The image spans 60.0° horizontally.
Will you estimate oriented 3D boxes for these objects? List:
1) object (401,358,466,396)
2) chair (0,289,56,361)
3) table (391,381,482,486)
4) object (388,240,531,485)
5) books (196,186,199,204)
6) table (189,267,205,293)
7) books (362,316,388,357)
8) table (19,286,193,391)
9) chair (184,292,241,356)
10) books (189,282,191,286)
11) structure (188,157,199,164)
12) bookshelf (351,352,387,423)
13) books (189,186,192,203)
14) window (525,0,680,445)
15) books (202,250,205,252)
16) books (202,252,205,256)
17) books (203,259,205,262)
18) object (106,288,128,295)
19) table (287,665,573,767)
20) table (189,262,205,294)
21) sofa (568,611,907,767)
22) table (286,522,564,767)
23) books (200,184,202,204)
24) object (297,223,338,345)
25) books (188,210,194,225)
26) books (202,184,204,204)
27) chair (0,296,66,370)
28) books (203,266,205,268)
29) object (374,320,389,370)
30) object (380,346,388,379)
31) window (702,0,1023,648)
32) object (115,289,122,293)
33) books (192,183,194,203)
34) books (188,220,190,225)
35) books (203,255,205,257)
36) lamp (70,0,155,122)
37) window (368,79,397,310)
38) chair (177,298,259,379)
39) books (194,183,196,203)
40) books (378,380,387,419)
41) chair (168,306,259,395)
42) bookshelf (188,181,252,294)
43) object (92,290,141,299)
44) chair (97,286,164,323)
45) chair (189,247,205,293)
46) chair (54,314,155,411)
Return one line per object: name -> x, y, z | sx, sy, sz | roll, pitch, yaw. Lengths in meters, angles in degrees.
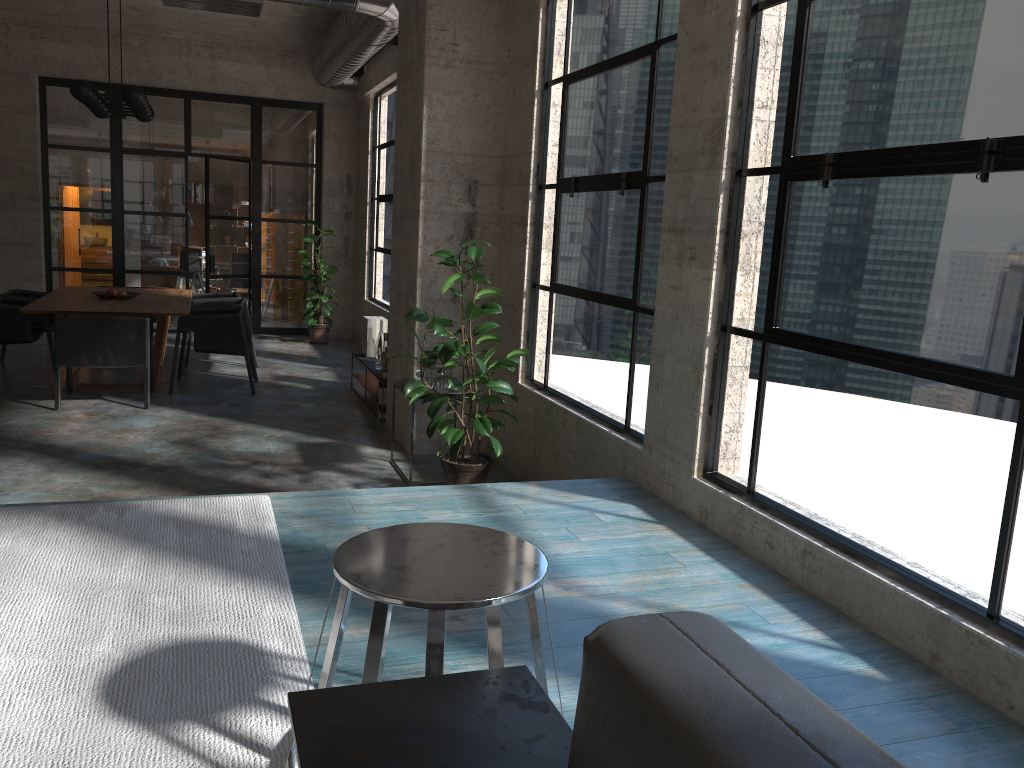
object -> -0.503, -0.086, 5.711 | 0.327, 0.253, 0.546 | 0, 11, -19
chair -> -4.752, -0.542, 8.817 | 0.754, 0.738, 0.707 | 0, 11, -19
table -> -0.509, 0.307, 5.833 | 0.450, 0.563, 0.600 | 0, 11, -19
object -> -0.275, -0.055, 5.165 | 0.886, 1.552, 0.514 | -3, 12, -32
books -> -6.094, -3.662, 17.177 | 0.055, 0.326, 0.255 | 0, 11, -19
table -> -4.389, -1.446, 14.143 | 1.800, 0.721, 0.800 | 0, 11, -19
books -> -1.312, -0.452, 8.473 | 0.191, 0.362, 0.277 | 0, 11, -19
table -> -3.785, -0.452, 8.561 | 1.299, 0.756, 2.410 | 0, 11, -19
chair -> -3.256, -0.625, 9.775 | 0.754, 0.738, 0.707 | 0, 11, -19
books -> -6.331, -2.046, 17.440 | 0.079, 0.381, 0.244 | 0, 11, -19
structure -> -6.471, -4.386, 17.092 | 0.812, 0.218, 0.200 | 0, 11, -19
bookshelf -> -1.145, 0.004, 7.982 | 0.350, 0.347, 1.600 | 0, 11, -19
books -> -6.226, -3.666, 17.158 | 0.055, 0.326, 0.255 | 0, 11, -19
window -> 0.460, -1.092, 4.822 | 0.081, 2.530, 1.780 | 0, 11, -19
books -> -6.191, -2.610, 17.364 | 0.379, 0.036, 0.244 | 0, 11, -19
books -> -6.191, -2.561, 17.378 | 0.379, 0.064, 0.244 | -1, 11, -25
books -> -6.190, -2.419, 17.386 | 0.379, 0.064, 0.244 | -3, 12, -32
object -> -3.755, -0.867, 8.435 | 0.100, 0.097, 0.219 | 8, 11, 24
table -> -0.117, 0.737, 1.377 | 0.420, 0.390, 0.413 | 0, 11, -19
table -> -5.198, -1.786, 15.824 | 1.800, 0.721, 0.800 | 0, 11, -19
sofa -> 0.223, 0.774, 0.381 | 1.019, 0.680, 2.063 | 0, 11, -19
table -> -0.162, 0.597, 1.894 | 0.620, 0.472, 0.620 | 0, 10, -16
books -> -6.038, -3.695, 17.221 | 0.036, 0.379, 0.244 | 0, 11, -19
object -> -2.529, -1.298, 11.536 | 0.514, 1.552, 0.886 | -1, 11, -22
books -> -6.265, -3.245, 17.209 | 0.158, 0.326, 0.255 | 0, 11, -19
books -> -5.999, -3.692, 17.221 | 0.036, 0.379, 0.244 | 0, 11, -19
chair -> -4.522, -0.409, 8.133 | 0.754, 0.738, 0.707 | 0, 11, -19
books -> -6.206, -2.302, 17.400 | 0.379, 0.064, 0.244 | -1, 11, -25
object -> -1.130, -0.358, 7.983 | 0.199, 0.365, 0.703 | 2, 10, -8
object -> -0.984, -0.236, 7.429 | 0.248, 0.333, 0.415 | 6, 10, 16
window -> 1.187, -0.686, 2.738 | 0.081, 2.530, 1.780 | 0, 11, -19
object -> -3.760, -0.875, 8.507 | 0.088, 0.082, 0.110 | 7, 11, 20
books -> -6.173, -3.690, 17.150 | 0.036, 0.379, 0.244 | 0, 11, -19
books -> -6.315, -3.256, 17.205 | 0.125, 0.345, 0.272 | 0, 11, -19
books -> -6.195, -2.516, 17.366 | 0.444, 0.021, 0.272 | 0, 11, -19
lamp -> -3.619, -3.157, 8.084 | 0.583, 1.327, 1.813 | 0, 11, -19
window -> -2.465, -2.726, 13.211 | 0.081, 2.530, 7.902 | 0, 11, -19
chair -> -2.981, -0.482, 9.045 | 0.754, 0.738, 0.707 | 1, 10, -14
books -> -6.142, -3.692, 17.171 | 0.036, 0.379, 0.244 | 0, 11, -19
books -> -0.995, 0.129, 7.490 | 0.274, 0.263, 0.393 | 2, 10, -9
chair -> -2.755, -0.329, 8.244 | 0.754, 0.738, 0.707 | 1, 10, -14
bookshelf -> -5.681, -2.844, 17.475 | 3.034, 2.179, 0.366 | 0, 11, -19
object -> -3.772, -0.858, 8.455 | 0.435, 0.079, 0.435 | 6, 10, 17
chair -> -4.247, -0.694, 9.848 | 0.707, 0.738, 0.754 | 0, 11, -19
chair -> -5.347, -1.807, 15.044 | 0.653, 1.015, 0.684 | 6, 10, 14
chair -> -3.389, -0.219, 7.413 | 0.707, 0.738, 0.754 | 0, 11, -19
